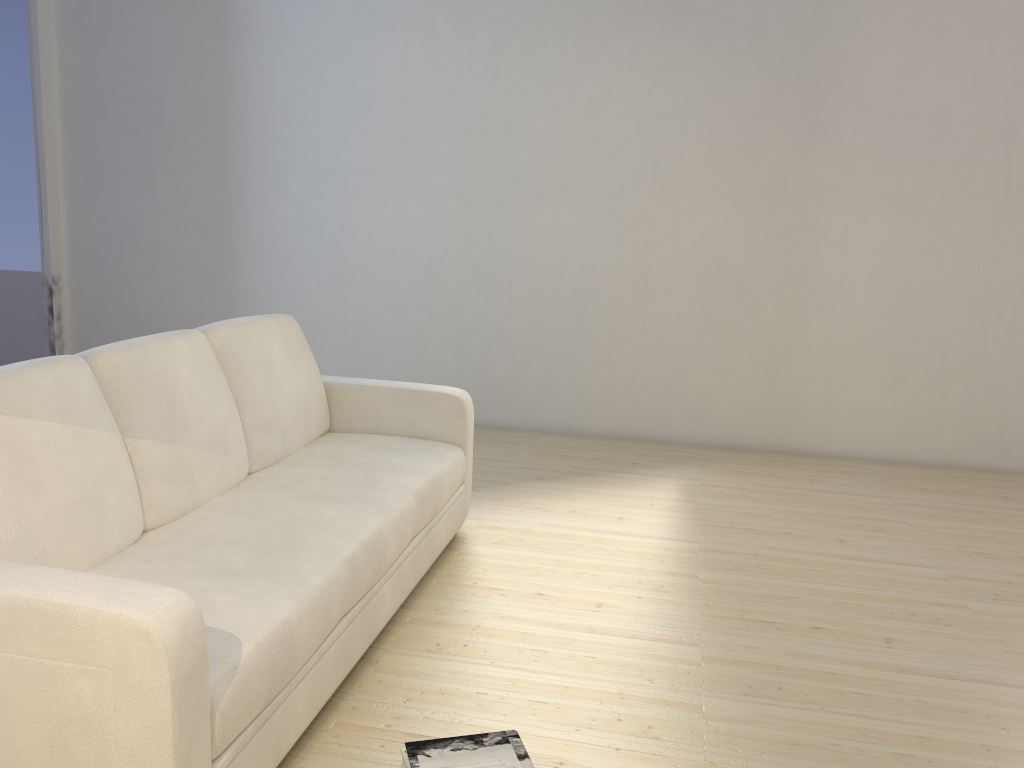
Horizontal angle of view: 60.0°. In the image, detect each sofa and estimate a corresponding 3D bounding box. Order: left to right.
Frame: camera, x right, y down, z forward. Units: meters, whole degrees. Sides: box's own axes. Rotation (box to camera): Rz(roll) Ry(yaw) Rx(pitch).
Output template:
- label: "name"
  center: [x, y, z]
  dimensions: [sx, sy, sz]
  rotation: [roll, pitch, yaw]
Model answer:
- label: "sofa"
  center: [-0.809, 0.302, 2.626]
  dimensions: [0.941, 0.862, 2.166]
  rotation: [4, 11, 11]

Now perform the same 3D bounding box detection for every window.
- label: "window"
  center: [-3.215, -1.042, 4.033]
  dimensions: [0.012, 2.706, 2.988]
  rotation: [4, 11, 11]

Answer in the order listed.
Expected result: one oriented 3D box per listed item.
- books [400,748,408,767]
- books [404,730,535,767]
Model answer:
- label: "books"
  center: [-0.071, 0.815, 1.758]
  dimensions: [0.247, 0.038, 0.319]
  rotation: [-1, 11, -18]
- label: "books"
  center: [-0.068, 0.785, 1.747]
  dimensions: [0.247, 0.025, 0.287]
  rotation: [-1, 11, -15]
